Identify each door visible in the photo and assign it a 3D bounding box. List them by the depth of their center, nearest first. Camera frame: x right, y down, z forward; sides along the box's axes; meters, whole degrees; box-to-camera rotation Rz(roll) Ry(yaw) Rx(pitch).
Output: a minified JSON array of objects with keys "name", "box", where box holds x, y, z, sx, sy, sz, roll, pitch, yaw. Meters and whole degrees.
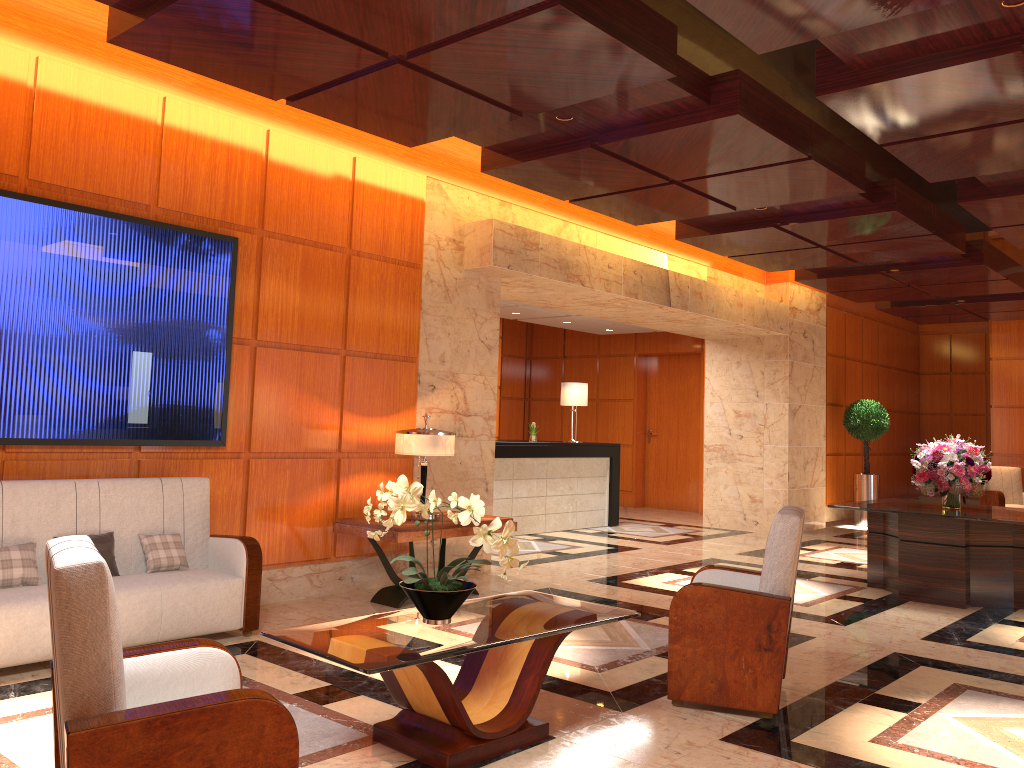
[{"name":"door","box":[2.756,0.815,15.213,1.285,2.706,0.339,-2,-6,41]}]

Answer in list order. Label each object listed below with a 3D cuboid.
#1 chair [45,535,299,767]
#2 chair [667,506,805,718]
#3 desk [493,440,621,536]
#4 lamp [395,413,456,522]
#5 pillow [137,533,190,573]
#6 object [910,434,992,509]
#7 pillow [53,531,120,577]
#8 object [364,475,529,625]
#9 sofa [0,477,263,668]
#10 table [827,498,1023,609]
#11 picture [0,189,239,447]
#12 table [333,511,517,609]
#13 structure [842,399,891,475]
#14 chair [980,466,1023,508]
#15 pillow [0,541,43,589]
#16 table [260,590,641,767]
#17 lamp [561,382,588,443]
[{"name":"chair","box":[-1.012,0.936,2.545,0.628,0.964,0.736,4,-5,-30]},{"name":"chair","box":[1.175,1.110,4.578,0.628,0.964,0.735,0,-4,20]},{"name":"desk","box":[0.197,1.327,11.649,0.941,1.145,2.919,-2,-5,41]},{"name":"lamp","box":[-0.667,0.627,6.735,0.458,0.813,0.458,6,-6,-39]},{"name":"pillow","box":[-2.095,1.023,5.344,0.202,0.230,0.273,-2,-5,44]},{"name":"object","box":[3.892,0.770,7.854,0.649,0.660,0.678,-1,-5,32]},{"name":"pillow","box":[-2.415,0.983,5.034,0.160,0.254,0.357,-1,-5,38]},{"name":"object","box":[-0.309,0.706,3.787,0.788,0.619,0.416,1,-4,19]},{"name":"sofa","box":[-2.352,1.022,4.999,0.612,0.935,1.794,-2,-5,42]},{"name":"table","box":[3.879,1.474,7.807,1.599,0.747,1.596,-1,-4,41]},{"name":"picture","box":[-2.613,-0.355,5.402,0.056,1.457,1.992,-2,-6,41]},{"name":"table","box":[-0.654,1.342,6.819,0.725,0.609,1.267,-1,-5,42]},{"name":"structure","box":[5.540,1.076,13.862,0.721,1.718,0.719,0,-5,19]},{"name":"chair","box":[7.866,1.793,13.953,0.738,0.964,0.626,2,-4,0]},{"name":"pillow","box":[-2.681,0.966,4.689,0.343,0.228,0.195,5,-5,-44]},{"name":"table","box":[-0.208,1.269,3.789,0.722,0.497,1.556,-1,-5,44]},{"name":"lamp","box":[0.860,0.399,12.342,0.372,0.823,0.372,4,-5,-24]}]
